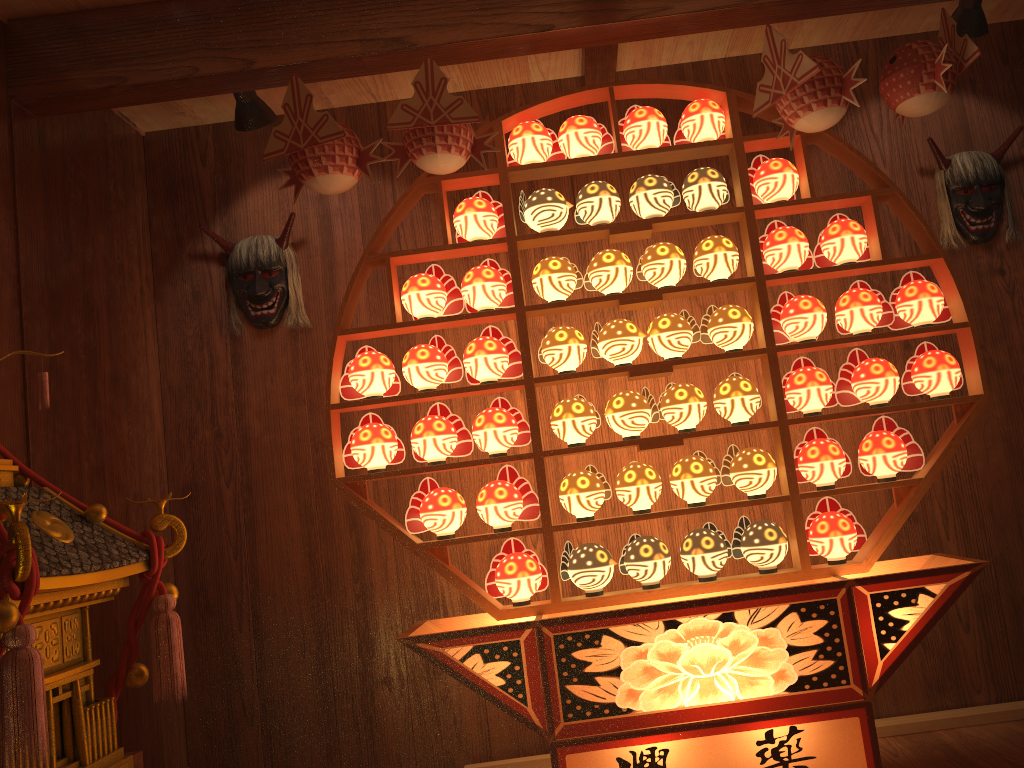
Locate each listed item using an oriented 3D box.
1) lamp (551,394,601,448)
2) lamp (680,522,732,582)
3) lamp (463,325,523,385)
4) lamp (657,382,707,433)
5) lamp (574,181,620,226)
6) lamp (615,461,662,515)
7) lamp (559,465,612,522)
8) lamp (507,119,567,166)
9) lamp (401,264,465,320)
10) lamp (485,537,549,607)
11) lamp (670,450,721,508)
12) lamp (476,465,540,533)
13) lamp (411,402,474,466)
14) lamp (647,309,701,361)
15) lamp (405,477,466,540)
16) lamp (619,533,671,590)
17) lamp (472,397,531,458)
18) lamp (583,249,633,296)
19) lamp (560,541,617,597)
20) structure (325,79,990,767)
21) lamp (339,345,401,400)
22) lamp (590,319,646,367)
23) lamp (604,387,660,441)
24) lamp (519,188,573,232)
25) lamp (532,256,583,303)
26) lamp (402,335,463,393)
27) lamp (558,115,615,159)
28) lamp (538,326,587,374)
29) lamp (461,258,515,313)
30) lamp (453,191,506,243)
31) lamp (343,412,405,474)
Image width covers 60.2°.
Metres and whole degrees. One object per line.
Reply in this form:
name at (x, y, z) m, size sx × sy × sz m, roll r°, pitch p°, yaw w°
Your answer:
lamp at (0.183, 0.109, 2.668) m, size 0.136 × 0.167 × 0.161 m, roll -10°, pitch -8°, yaw 22°
lamp at (0.564, 0.499, 2.617) m, size 0.135 × 0.167 × 0.162 m, roll -12°, pitch -9°, yaw 32°
lamp at (-0.084, -0.093, 2.696) m, size 0.197 × 0.200 × 0.160 m, roll -9°, pitch -8°, yaw 16°
lamp at (0.521, 0.065, 2.669) m, size 0.141 × 0.167 × 0.154 m, roll -5°, pitch -8°, yaw -13°
lamp at (0.270, -0.560, 2.749) m, size 0.141 × 0.161 × 0.155 m, roll -6°, pitch -7°, yaw -8°
lamp at (0.379, 0.307, 2.639) m, size 0.139 × 0.161 × 0.157 m, roll -7°, pitch -7°, yaw 2°
lamp at (0.205, 0.327, 2.643) m, size 0.135 × 0.167 × 0.162 m, roll -12°, pitch -9°, yaw 32°
lamp at (0.054, -0.771, 2.778) m, size 0.198 × 0.200 × 0.159 m, roll -9°, pitch -7°, yaw 11°
lamp at (-0.278, -0.288, 2.726) m, size 0.195 × 0.200 × 0.161 m, roll -11°, pitch -8°, yaw 26°
lamp at (0.018, 0.555, 2.617) m, size 0.197 × 0.197 × 0.155 m, roll -6°, pitch -7°, yaw -9°
lamp at (0.538, 0.284, 2.644) m, size 0.135 × 0.167 × 0.162 m, roll -12°, pitch -9°, yaw 32°
lamp at (-0.043, 0.342, 2.640) m, size 0.195 × 0.200 × 0.161 m, roll -11°, pitch -8°, yaw 26°
lamp at (-0.240, 0.147, 2.668) m, size 0.198 × 0.200 × 0.159 m, roll -9°, pitch -7°, yaw 11°
lamp at (0.477, -0.148, 2.707) m, size 0.162 × 0.167 × 0.135 m, roll -2°, pitch -9°, yaw -33°
lamp at (-0.203, 0.367, 2.646) m, size 0.192 × 0.193 × 0.152 m, roll -1°, pitch -9°, yaw -38°
lamp at (0.405, 0.523, 2.614) m, size 0.142 × 0.161 × 0.154 m, roll -5°, pitch -8°, yaw -18°
lamp at (-0.055, 0.127, 2.668) m, size 0.179 × 0.192 × 0.160 m, roll -9°, pitch -8°, yaw 16°
lamp at (0.307, -0.345, 2.723) m, size 0.142 × 0.161 × 0.154 m, roll -5°, pitch -8°, yaw -18°
lamp at (0.242, 0.541, 2.618) m, size 0.152 × 0.167 × 0.143 m, roll -12°, pitch -9°, yaw 32°
structure at (0.441, 0.147, 2.662) m, size 1.960 × 2.193 × 0.490 m, roll -7°, pitch -7°, yaw 0°
lamp at (-0.427, -0.042, 2.695) m, size 0.193 × 0.187 × 0.154 m, roll -5°, pitch -8°, yaw -18°
lamp at (0.339, -0.128, 2.700) m, size 0.152 × 0.161 × 0.143 m, roll -12°, pitch -9°, yaw 32°
lamp at (0.344, 0.092, 2.675) m, size 0.161 × 0.161 × 0.136 m, roll -4°, pitch -8°, yaw -23°
lamp at (0.116, -0.541, 2.761) m, size 0.154 × 0.167 × 0.142 m, roll -9°, pitch -8°, yaw 17°
lamp at (0.126, -0.324, 2.725) m, size 0.135 × 0.167 × 0.162 m, roll -12°, pitch -9°, yaw 32°
lamp at (-0.272, -0.064, 2.698) m, size 0.175 × 0.191 × 0.162 m, roll -12°, pitch -9°, yaw 31°
lamp at (0.207, -0.780, 2.781) m, size 0.164 × 0.179 × 0.162 m, roll -12°, pitch -9°, yaw 32°
lamp at (0.162, -0.109, 2.692) m, size 0.142 × 0.167 × 0.154 m, roll -5°, pitch -8°, yaw -18°
lamp at (-0.091, -0.310, 2.723) m, size 0.186 × 0.195 × 0.160 m, roll -9°, pitch -8°, yaw 16°
lamp at (-0.117, -0.529, 2.750) m, size 0.197 × 0.200 × 0.160 m, roll -9°, pitch -8°, yaw 16°
lamp at (-0.417, 0.173, 2.667) m, size 0.192 × 0.195 × 0.154 m, roll -5°, pitch -7°, yaw -13°
